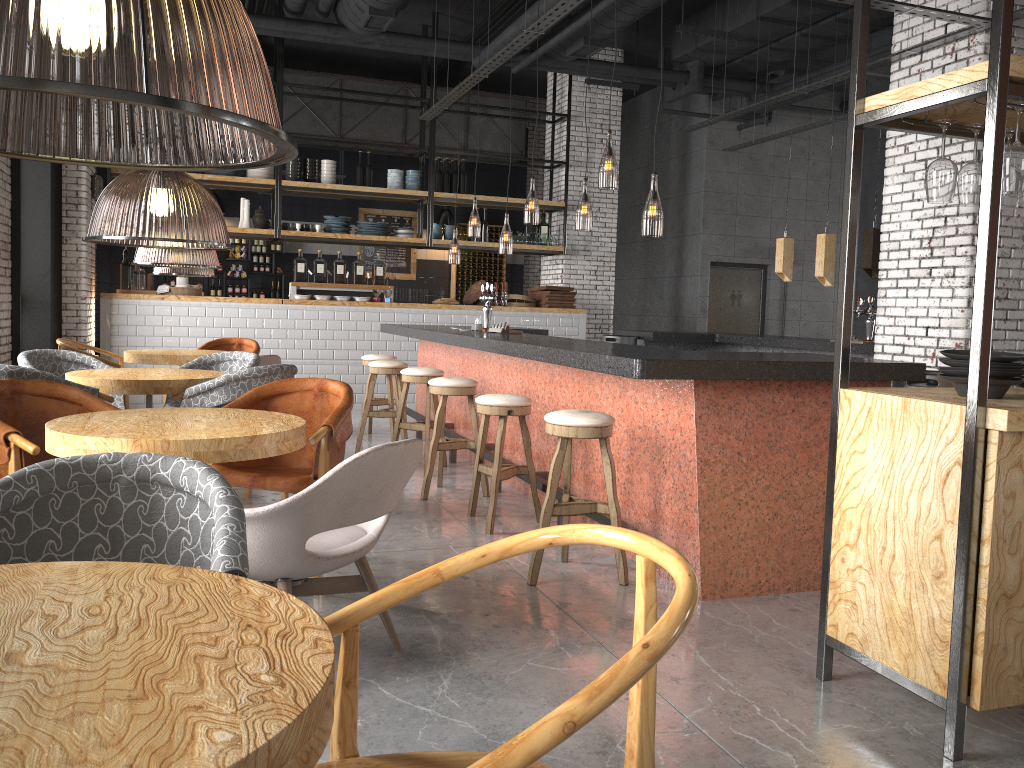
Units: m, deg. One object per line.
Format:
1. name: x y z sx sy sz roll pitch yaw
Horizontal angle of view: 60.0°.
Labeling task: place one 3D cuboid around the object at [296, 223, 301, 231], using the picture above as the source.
1. object: -2.627 -1.923 10.907 0.072 0.097 0.072 3 4 21

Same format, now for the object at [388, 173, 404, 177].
1. object: -1.505 -2.691 11.472 0.210 0.076 0.210 -3 7 -45

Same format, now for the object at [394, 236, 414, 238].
1. object: -1.409 -1.908 11.569 0.263 0.026 0.263 3 5 16

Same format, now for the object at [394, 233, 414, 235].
1. object: -1.408 -1.949 11.566 0.265 0.038 0.265 2 5 3

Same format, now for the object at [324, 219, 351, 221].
1. object: -2.220 -2.070 11.272 0.335 0.036 0.335 -1 6 -30

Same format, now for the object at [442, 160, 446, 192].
1. object: -0.896 -2.716 11.700 0.098 0.458 0.098 2 4 3

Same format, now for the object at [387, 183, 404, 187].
1. object: -1.511 -2.561 11.483 0.210 0.069 0.210 5 6 36

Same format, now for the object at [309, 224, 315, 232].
1. object: -2.476 -1.923 10.960 0.072 0.097 0.072 1 4 -10

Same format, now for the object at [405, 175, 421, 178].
1. object: -1.285 -2.658 11.531 0.218 0.092 0.219 4 5 21

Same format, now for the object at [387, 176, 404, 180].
1. object: -1.510 -2.648 11.476 0.210 0.078 0.210 2 5 3

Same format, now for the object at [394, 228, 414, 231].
1. object: -1.405 -2.002 11.563 0.265 0.034 0.265 1 5 -6

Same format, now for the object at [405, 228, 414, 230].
1. object: -1.406 -2.013 11.561 0.265 0.037 0.265 0 5 -24

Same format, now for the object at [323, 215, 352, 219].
1. object: -2.218 -2.104 11.270 0.373 0.050 0.373 2 5 2

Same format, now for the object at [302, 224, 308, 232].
1. object: -2.549 -1.923 10.934 0.072 0.097 0.072 2 4 1

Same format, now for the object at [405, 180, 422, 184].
1. object: -1.286 -2.594 11.531 0.218 0.092 0.219 -1 5 -29

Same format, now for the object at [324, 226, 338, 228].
1. object: -2.224 -1.976 11.278 0.334 0.045 0.335 0 5 -23

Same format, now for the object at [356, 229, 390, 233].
1. object: -1.796 -1.956 11.429 0.453 0.050 0.455 2 5 1

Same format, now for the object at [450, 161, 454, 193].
1. object: -0.791 -2.716 11.737 0.098 0.458 0.098 -1 5 -42

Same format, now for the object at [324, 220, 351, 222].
1. object: -2.220 -2.055 11.273 0.335 0.035 0.335 -3 7 -44

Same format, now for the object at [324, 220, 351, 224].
1. object: -2.221 -2.044 11.276 0.335 0.051 0.334 2 5 -3

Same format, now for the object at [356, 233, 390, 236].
1. object: -1.799 -1.907 11.432 0.454 0.033 0.454 -2 6 -37

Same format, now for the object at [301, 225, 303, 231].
1. object: -2.626 -1.944 11.155 0.072 0.097 0.072 3 4 10

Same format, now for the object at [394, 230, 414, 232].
1. object: -1.406 -1.984 11.563 0.263 0.029 0.263 -3 7 -43

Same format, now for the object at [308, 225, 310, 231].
1. object: -2.515 -1.933 11.070 0.072 0.097 0.072 4 5 30

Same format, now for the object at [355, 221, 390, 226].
1. object: -1.792 -2.050 11.423 0.453 0.062 0.455 2 5 -4

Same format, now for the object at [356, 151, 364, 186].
1. object: -1.929 -2.721 11.274 0.098 0.470 0.098 2 4 3

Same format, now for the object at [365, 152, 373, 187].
1. object: -1.827 -2.720 11.310 0.098 0.470 0.098 2 4 3

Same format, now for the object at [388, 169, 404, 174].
1. object: -1.501 -2.734 11.471 0.210 0.074 0.210 1 5 -15

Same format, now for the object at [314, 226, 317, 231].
1. object: -2.441 -1.933 11.096 0.072 0.097 0.072 1 4 -15

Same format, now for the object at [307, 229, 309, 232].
1. object: -2.553 -1.944 11.180 0.072 0.097 0.072 1 4 -11

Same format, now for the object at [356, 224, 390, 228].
1. object: -1.795 -2.026 11.423 0.454 0.048 0.454 3 5 8

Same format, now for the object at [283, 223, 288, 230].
1. object: -2.774 -1.924 10.856 0.072 0.097 0.072 2 4 3

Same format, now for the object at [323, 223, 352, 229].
1. object: -2.218 -1.998 11.278 0.371 0.071 0.374 1 5 -7

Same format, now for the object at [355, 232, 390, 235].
1. object: -1.799 -1.931 11.430 0.454 0.042 0.454 -3 7 -44

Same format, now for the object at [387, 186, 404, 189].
1. object: -1.511 -2.518 11.487 0.210 0.065 0.210 2 5 -2

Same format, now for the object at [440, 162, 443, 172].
1. object: -0.941 -2.728 11.828 0.098 0.458 0.098 2 4 3

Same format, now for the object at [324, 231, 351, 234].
1. object: -2.225 -1.910 11.283 0.335 0.033 0.335 6 6 40

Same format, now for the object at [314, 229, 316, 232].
1. object: -2.479 -1.944 11.206 0.072 0.097 0.072 0 4 -20

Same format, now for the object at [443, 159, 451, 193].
1. object: -0.852 -2.704 11.573 0.098 0.458 0.098 2 4 3

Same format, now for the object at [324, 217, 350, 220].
1. object: -2.218 -2.084 11.273 0.334 0.048 0.335 -1 6 -32

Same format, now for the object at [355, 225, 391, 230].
1. object: -1.794 -2.003 11.424 0.453 0.065 0.454 5 6 33

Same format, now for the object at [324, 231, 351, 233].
1. object: -2.224 -1.924 11.281 0.335 0.046 0.335 -1 6 -34

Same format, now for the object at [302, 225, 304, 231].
1. object: -2.588 -1.933 11.044 0.072 0.097 0.072 2 4 8

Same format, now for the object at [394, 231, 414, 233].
1. object: -1.407 -1.973 11.564 0.263 0.028 0.263 3 5 8

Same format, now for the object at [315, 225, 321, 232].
1. object: -2.402 -1.922 10.986 0.072 0.097 0.072 3 4 13

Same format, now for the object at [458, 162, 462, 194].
1. object: -0.689 -2.715 11.773 0.098 0.458 0.098 -1 5 -42

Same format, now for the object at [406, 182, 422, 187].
1. object: -1.280 -2.563 11.538 0.218 0.092 0.219 -1 6 -36

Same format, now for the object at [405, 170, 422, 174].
1. object: -1.278 -2.722 11.530 0.218 0.091 0.219 2 5 -2

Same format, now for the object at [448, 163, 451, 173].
1. object: -0.835 -2.728 11.865 0.098 0.458 0.098 -1 5 -42

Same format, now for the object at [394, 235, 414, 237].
1. object: -1.408 -1.920 11.567 0.263 0.038 0.263 2 5 -4

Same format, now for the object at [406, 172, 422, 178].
1. object: -1.274 -2.691 11.531 0.218 0.096 0.219 -1 6 -35

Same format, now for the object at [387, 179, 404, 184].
1. object: -1.508 -2.605 11.484 0.210 0.074 0.210 -3 7 -44

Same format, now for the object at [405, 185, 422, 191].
1. object: -1.285 -2.529 11.537 0.219 0.085 0.219 6 6 40

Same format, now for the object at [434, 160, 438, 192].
1. object: -0.998 -2.716 11.665 0.098 0.458 0.098 2 4 3

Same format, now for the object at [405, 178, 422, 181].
1. object: -1.286 -2.626 11.533 0.218 0.092 0.219 3 5 17

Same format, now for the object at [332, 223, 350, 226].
1. object: -2.222 -2.014 11.276 0.334 0.039 0.335 0 5 -20

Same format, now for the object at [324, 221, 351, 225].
1. object: -2.220 -2.028 11.277 0.335 0.052 0.334 4 5 19

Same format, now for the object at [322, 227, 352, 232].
1. object: -2.226 -1.946 11.283 0.373 0.067 0.372 -2 6 -38

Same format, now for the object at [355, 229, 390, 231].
1. object: -1.798 -1.980 11.425 0.454 0.062 0.453 4 5 25
